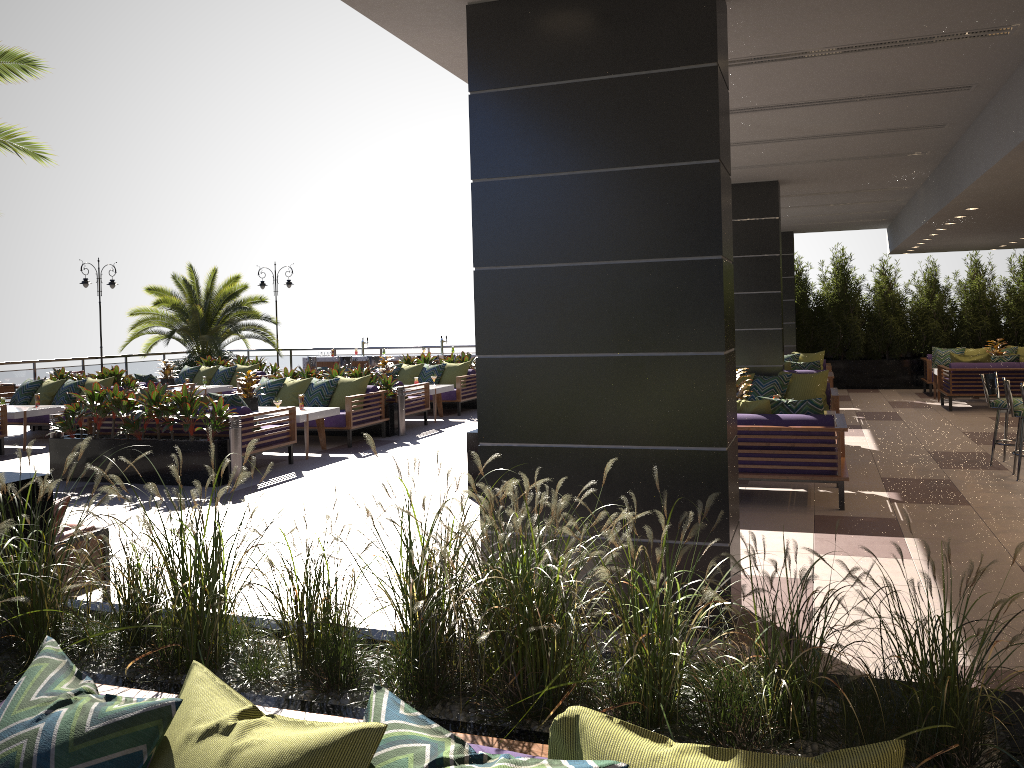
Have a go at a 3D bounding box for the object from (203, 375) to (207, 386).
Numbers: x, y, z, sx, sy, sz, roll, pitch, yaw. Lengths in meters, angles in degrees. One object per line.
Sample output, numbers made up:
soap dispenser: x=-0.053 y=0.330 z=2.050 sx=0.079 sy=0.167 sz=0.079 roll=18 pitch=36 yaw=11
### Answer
object: x=-5.744 y=-0.068 z=16.539 sx=0.069 sy=0.211 sz=0.069 roll=-1 pitch=1 yaw=7

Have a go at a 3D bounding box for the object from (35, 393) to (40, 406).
object: x=-6.918 y=0.230 z=12.903 sx=0.067 sy=0.189 sz=0.084 roll=-2 pitch=1 yaw=-41

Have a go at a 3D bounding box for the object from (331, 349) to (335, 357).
object: x=-4.125 y=-0.720 z=20.392 sx=0.084 sy=0.189 sz=0.067 roll=-1 pitch=1 yaw=44

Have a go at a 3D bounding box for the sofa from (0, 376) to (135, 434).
sofa: x=-7.173 y=0.357 z=13.886 sx=2.125 sy=0.919 sz=1.121 roll=0 pitch=3 yaw=19

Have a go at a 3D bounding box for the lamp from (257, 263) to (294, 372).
lamp: x=-6.108 y=-1.519 z=22.998 sx=1.121 sy=3.325 sz=0.264 roll=-1 pitch=1 yaw=19

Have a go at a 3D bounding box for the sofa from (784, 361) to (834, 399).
sofa: x=3.890 y=0.062 z=13.809 sx=2.125 sy=0.919 sz=1.121 roll=0 pitch=3 yaw=19

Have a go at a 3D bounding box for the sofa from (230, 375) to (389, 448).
sofa: x=-2.940 y=0.345 z=12.424 sx=2.125 sy=0.919 sz=1.121 roll=0 pitch=3 yaw=19

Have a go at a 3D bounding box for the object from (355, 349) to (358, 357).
object: x=-3.554 y=-0.717 z=20.199 sx=0.069 sy=0.181 sz=0.069 roll=-2 pitch=1 yaw=-9

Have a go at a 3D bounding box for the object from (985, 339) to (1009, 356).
object: x=8.371 y=-0.519 z=15.257 sx=0.430 sy=0.526 sz=0.425 roll=0 pitch=2 yaw=36

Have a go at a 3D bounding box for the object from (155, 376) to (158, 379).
object: x=-6.808 y=-0.057 z=16.880 sx=0.106 sy=0.197 sz=0.106 roll=-3 pitch=2 yaw=-38

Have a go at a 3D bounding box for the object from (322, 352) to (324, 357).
object: x=-4.493 y=-0.662 z=21.011 sx=0.105 sy=0.209 sz=0.105 roll=-2 pitch=1 yaw=-6

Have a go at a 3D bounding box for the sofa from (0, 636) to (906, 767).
sofa: x=-0.359 y=1.044 z=1.495 sx=2.125 sy=0.919 sz=1.121 roll=0 pitch=3 yaw=19

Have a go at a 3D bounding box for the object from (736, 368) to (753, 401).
object: x=2.329 y=0.063 z=9.328 sx=0.430 sy=0.526 sz=0.425 roll=0 pitch=2 yaw=31

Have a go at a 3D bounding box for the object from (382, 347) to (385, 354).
object: x=-2.891 y=-0.734 z=19.969 sx=0.069 sy=0.211 sz=0.069 roll=-2 pitch=1 yaw=2

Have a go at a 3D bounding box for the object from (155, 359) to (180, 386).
object: x=-6.387 y=-0.195 z=16.352 sx=0.425 sy=0.526 sz=0.430 roll=-3 pitch=3 yaw=-44

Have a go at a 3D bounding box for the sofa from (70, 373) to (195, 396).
sofa: x=-6.709 y=0.244 z=15.320 sx=2.125 sy=0.919 sz=1.121 roll=0 pitch=3 yaw=19

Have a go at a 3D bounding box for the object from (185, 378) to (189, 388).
object: x=-5.839 y=-0.012 z=15.918 sx=0.067 sy=0.189 sz=0.084 roll=-2 pitch=1 yaw=-41

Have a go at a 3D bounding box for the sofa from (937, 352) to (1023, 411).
sofa: x=8.003 y=-0.068 z=14.068 sx=2.125 sy=0.919 sz=1.121 roll=0 pitch=3 yaw=19

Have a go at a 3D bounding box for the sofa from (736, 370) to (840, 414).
sofa: x=2.835 y=0.306 z=10.752 sx=2.125 sy=0.919 sz=1.121 roll=0 pitch=3 yaw=19

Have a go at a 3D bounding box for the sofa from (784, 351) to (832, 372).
sofa: x=4.727 y=-0.131 z=16.236 sx=2.125 sy=0.919 sz=1.121 roll=0 pitch=3 yaw=19

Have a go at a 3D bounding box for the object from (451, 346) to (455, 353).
object: x=-1.292 y=-0.732 z=19.413 sx=0.069 sy=0.197 sz=0.082 roll=-2 pitch=1 yaw=-34

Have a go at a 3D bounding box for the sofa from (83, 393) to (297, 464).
sofa: x=-3.706 y=0.520 z=10.242 sx=2.125 sy=0.919 sz=1.121 roll=0 pitch=3 yaw=19

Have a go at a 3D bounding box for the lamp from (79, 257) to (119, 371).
lamp: x=-9.437 y=-1.240 z=20.312 sx=0.264 sy=3.325 sz=1.123 roll=-1 pitch=1 yaw=19

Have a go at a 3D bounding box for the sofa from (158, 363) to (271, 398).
sofa: x=-5.943 y=0.069 z=17.502 sx=2.125 sy=0.919 sz=1.121 roll=0 pitch=3 yaw=19

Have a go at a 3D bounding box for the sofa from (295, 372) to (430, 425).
sofa: x=-2.476 y=0.232 z=13.858 sx=2.125 sy=0.919 sz=1.121 roll=0 pitch=3 yaw=19

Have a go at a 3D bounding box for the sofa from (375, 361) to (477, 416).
sofa: x=-1.717 y=0.057 z=16.042 sx=2.125 sy=0.919 sz=1.121 roll=0 pitch=3 yaw=19

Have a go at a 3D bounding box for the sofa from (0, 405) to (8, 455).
sofa: x=-7.931 y=0.532 z=11.702 sx=2.125 sy=0.919 sz=1.121 roll=0 pitch=3 yaw=19

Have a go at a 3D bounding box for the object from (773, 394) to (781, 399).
object: x=2.844 y=0.204 z=9.499 sx=0.084 sy=0.189 sz=0.067 roll=-1 pitch=1 yaw=44

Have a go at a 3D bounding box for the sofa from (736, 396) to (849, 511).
sofa: x=1.874 y=0.528 z=7.965 sx=2.125 sy=0.919 sz=1.121 roll=0 pitch=3 yaw=19

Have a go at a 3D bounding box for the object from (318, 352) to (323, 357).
object: x=-4.524 y=-0.653 z=20.899 sx=0.105 sy=0.209 sz=0.105 roll=-2 pitch=1 yaw=-6

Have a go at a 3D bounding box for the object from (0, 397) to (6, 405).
object: x=-7.048 y=0.276 z=12.243 sx=0.082 sy=0.197 sz=0.069 roll=-2 pitch=1 yaw=-29

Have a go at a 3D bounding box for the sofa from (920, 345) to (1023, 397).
sofa: x=8.840 y=-0.261 z=16.495 sx=2.125 sy=0.919 sz=1.121 roll=0 pitch=3 yaw=19
